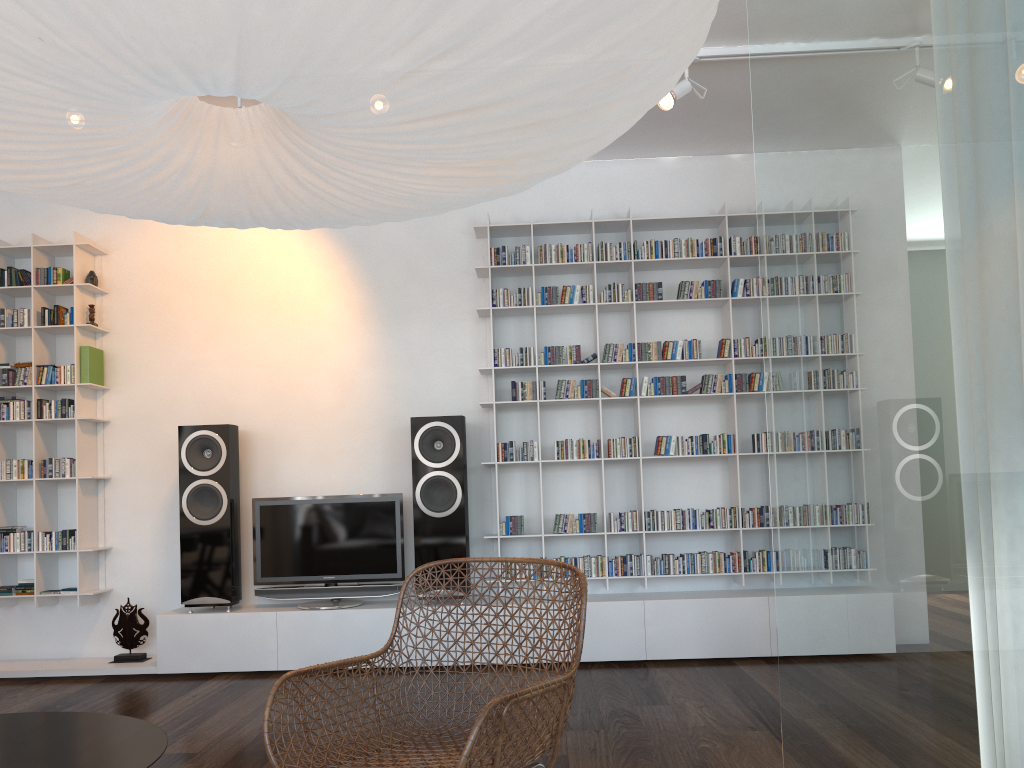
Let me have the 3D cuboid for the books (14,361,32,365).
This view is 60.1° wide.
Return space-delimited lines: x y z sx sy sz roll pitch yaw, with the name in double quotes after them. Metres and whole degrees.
-2.701 -0.113 4.939 0.112 0.014 0.093 -2 -7 2 "books"

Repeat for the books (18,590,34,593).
-2.654 1.137 4.869 0.092 0.013 0.070 -2 -7 2 "books"

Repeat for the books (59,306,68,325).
-2.501 -0.373 4.935 0.016 0.107 0.069 -2 -4 2 "books"

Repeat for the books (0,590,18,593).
-2.777 1.142 4.874 0.092 0.014 0.070 -2 -7 2 "books"

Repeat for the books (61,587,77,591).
-2.417 1.131 4.871 0.093 0.013 0.070 -3 -7 7 "books"

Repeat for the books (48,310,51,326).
-2.565 -0.362 4.935 0.014 0.092 0.070 -2 -4 2 "books"

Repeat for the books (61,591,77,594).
-2.420 1.145 4.874 0.092 0.013 0.070 -2 -7 2 "books"

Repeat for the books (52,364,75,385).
-2.475 -0.047 4.942 0.136 0.112 0.123 -2 -5 2 "books"

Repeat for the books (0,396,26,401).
-2.810 0.087 4.965 0.111 0.022 0.096 -2 -7 2 "books"

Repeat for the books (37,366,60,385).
-2.585 -0.041 4.935 0.088 0.107 0.096 -2 -5 2 "books"

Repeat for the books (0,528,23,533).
-2.783 0.815 4.906 0.107 0.023 0.069 -2 -7 2 "books"

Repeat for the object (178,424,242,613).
-1.632 0.734 4.848 0.295 0.998 0.282 -2 -3 2 "object"

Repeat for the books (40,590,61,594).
-2.535 1.152 4.900 0.111 0.012 0.093 -2 -7 2 "books"

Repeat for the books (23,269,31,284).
-2.692 -0.588 4.950 0.057 0.098 0.069 -2 -4 2 "books"

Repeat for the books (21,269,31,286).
-2.701 -0.587 4.950 0.057 0.098 0.069 -2 -4 2 "books"

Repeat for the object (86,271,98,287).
-2.381 -0.592 5.013 0.064 0.100 0.060 0 -4 -22 "object"

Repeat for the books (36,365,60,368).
-2.581 -0.098 4.931 0.107 0.008 0.069 -2 -7 2 "books"

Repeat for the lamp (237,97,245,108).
-1.208 -1.191 3.951 0.085 0.239 0.252 0 -5 -32 "lamp"

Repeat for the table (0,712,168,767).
-1.032 0.899 1.494 0.847 0.470 0.852 -2 -6 4 "table"

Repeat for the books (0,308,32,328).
-2.767 -0.362 4.969 0.222 0.112 0.109 -2 -5 2 "books"

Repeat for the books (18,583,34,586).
-2.655 1.100 4.872 0.092 0.013 0.070 -2 -7 2 "books"

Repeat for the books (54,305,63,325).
-2.525 -0.376 4.935 0.029 0.115 0.074 -2 -4 2 "books"

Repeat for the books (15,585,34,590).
-2.662 1.119 4.868 0.107 0.023 0.069 -2 -7 2 "books"

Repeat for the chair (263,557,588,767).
-0.194 0.850 2.387 0.720 0.706 0.687 -5 -6 34 "chair"

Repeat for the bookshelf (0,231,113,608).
-2.630 0.205 4.981 0.639 2.066 0.228 -2 -3 2 "bookshelf"

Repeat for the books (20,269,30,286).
-2.710 -0.587 4.950 0.057 0.098 0.069 -2 -4 2 "books"

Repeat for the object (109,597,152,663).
-2.107 1.352 4.879 0.213 0.349 0.122 -2 -3 2 "object"

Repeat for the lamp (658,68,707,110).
0.723 -1.278 3.790 0.251 0.239 0.085 1 -4 -32 "lamp"

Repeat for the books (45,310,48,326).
-2.579 -0.362 4.936 0.014 0.092 0.070 -2 -4 2 "books"

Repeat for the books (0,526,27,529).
-2.781 0.799 4.924 0.111 0.012 0.093 -2 -7 2 "books"

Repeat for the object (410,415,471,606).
-0.381 0.686 4.808 0.295 0.998 0.282 -2 -3 2 "object"

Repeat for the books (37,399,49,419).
-2.613 0.144 4.929 0.029 0.115 0.074 -2 -4 2 "books"

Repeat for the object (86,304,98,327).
-2.374 -0.384 5.000 0.045 0.139 0.065 -2 -3 -7 "object"

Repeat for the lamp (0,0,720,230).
-0.428 -0.455 1.337 1.476 0.209 1.473 -7 -9 38 "lamp"

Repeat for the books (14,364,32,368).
-2.701 -0.099 4.930 0.107 0.017 0.069 -2 -7 2 "books"

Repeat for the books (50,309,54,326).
-2.548 -0.364 4.933 0.020 0.092 0.070 -2 -4 2 "books"

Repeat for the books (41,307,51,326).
-2.597 -0.369 4.934 0.023 0.107 0.069 -2 -4 2 "books"

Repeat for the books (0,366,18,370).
-2.829 -0.089 4.944 0.092 0.013 0.070 -2 -7 2 "books"

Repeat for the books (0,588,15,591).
-2.779 1.129 4.873 0.092 0.015 0.070 -2 -7 2 "books"

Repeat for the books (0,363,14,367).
-2.826 -0.103 4.941 0.093 0.013 0.070 -3 -7 7 "books"

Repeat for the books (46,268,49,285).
-2.590 -0.590 4.959 0.012 0.107 0.069 -2 -4 2 "books"

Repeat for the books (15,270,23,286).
-2.751 -0.583 4.951 0.028 0.093 0.070 -2 -4 2 "books"

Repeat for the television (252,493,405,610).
-0.995 0.910 4.830 0.789 0.598 0.346 -4 -4 20 "television"

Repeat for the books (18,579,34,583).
-2.656 1.087 4.873 0.092 0.013 0.070 -2 -7 2 "books"

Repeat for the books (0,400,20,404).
-2.807 0.102 4.961 0.111 0.012 0.093 -2 -7 2 "books"

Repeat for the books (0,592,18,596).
-2.777 1.156 4.872 0.098 0.015 0.075 -2 -7 2 "books"

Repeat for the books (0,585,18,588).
-2.774 1.119 4.875 0.107 0.009 0.069 -2 -7 2 "books"

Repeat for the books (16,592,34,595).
-2.660 1.153 4.872 0.107 0.016 0.069 -2 -7 2 "books"

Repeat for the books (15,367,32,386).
-2.701 -0.036 4.942 0.114 0.107 0.096 -2 -5 2 "books"

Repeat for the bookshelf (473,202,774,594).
0.868 0.070 4.870 2.085 2.066 0.228 -2 -3 2 "bookshelf"
